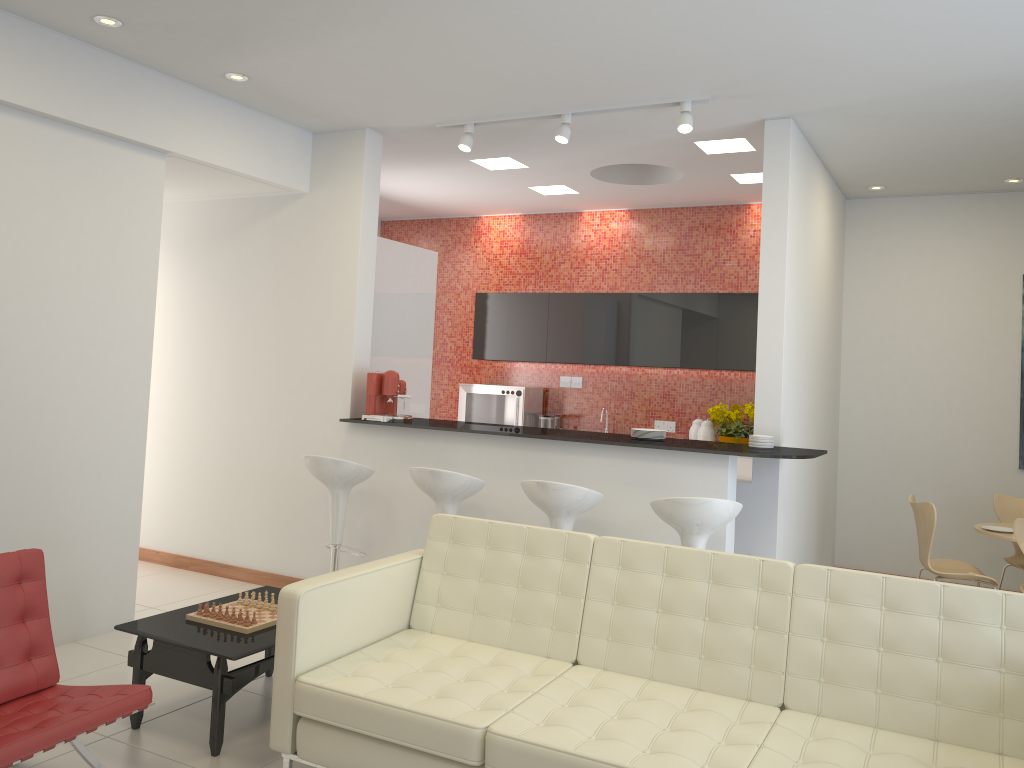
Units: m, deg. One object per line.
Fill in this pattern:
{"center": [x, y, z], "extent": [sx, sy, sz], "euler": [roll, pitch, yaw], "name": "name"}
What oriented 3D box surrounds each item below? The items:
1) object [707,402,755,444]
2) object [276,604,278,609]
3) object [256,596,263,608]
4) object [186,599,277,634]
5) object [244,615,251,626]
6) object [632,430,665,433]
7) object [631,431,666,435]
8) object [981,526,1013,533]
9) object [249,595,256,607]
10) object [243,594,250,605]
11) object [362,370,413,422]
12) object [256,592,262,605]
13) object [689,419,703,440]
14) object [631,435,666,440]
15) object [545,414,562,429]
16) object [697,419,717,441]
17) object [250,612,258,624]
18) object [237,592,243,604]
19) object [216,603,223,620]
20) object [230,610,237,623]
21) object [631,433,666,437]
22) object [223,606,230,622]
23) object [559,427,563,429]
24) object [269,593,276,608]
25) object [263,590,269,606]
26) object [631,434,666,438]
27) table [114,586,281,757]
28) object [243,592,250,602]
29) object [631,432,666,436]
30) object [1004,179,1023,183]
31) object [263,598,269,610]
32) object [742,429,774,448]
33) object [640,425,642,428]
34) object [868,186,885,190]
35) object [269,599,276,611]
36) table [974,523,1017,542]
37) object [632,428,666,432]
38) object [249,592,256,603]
{"center": [1.905, 0.366, 7.481], "extent": [0.523, 0.450, 0.502], "euler": [2, -1, 30], "name": "object"}
{"center": [-1.064, 0.999, 4.046], "extent": [0.030, 0.055, 0.030], "euler": [1, -2, 35], "name": "object"}
{"center": [-1.154, 0.997, 4.048], "extent": [0.030, 0.050, 0.030], "euler": [1, -2, 35], "name": "object"}
{"center": [-1.184, 1.031, 3.949], "extent": [0.360, 0.021, 0.359], "euler": [3, 1, 28], "name": "object"}
{"center": [-1.124, 1.004, 3.761], "extent": [0.030, 0.044, 0.030], "euler": [2, -2, 35], "name": "object"}
{"center": [0.827, 0.291, 5.363], "extent": [0.210, 0.015, 0.210], "euler": [3, 1, -18], "name": "object"}
{"center": [0.826, 0.298, 5.363], "extent": [0.210, 0.015, 0.210], "euler": [3, 1, -18], "name": "object"}
{"center": [3.087, 0.922, 5.602], "extent": [0.210, 0.015, 0.210], "euler": [2, 1, -40], "name": "object"}
{"center": [-1.189, 0.995, 4.067], "extent": [0.030, 0.050, 0.030], "euler": [1, -2, 35], "name": "object"}
{"center": [-1.224, 0.993, 4.085], "extent": [0.030, 0.050, 0.030], "euler": [1, -2, 35], "name": "object"}
{"center": [-0.766, 0.079, 5.886], "extent": [0.321, 0.337, 0.320], "euler": [2, -1, 28], "name": "object"}
{"center": [-1.170, 0.993, 4.102], "extent": [0.030, 0.055, 0.030], "euler": [1, -2, 35], "name": "object"}
{"center": [1.638, 0.437, 7.785], "extent": [0.159, 0.284, 0.159], "euler": [3, -2, -11], "name": "object"}
{"center": [0.825, 0.326, 5.361], "extent": [0.210, 0.015, 0.210], "euler": [3, 1, -18], "name": "object"}
{"center": [0.396, 0.401, 8.558], "extent": [0.171, 0.216, 0.172], "euler": [4, -2, -44], "name": "object"}
{"center": [1.674, 0.441, 7.598], "extent": [0.159, 0.284, 0.159], "euler": [3, -2, -11], "name": "object"}
{"center": [-1.105, 1.002, 3.797], "extent": [0.030, 0.050, 0.030], "euler": [1, -2, 35], "name": "object"}
{"center": [-1.260, 0.991, 4.104], "extent": [0.030, 0.050, 0.030], "euler": [1, -2, 35], "name": "object"}
{"center": [-1.265, 0.984, 3.837], "extent": [0.030, 0.069, 0.030], "euler": [1, -3, 35], "name": "object"}
{"center": [-1.195, 0.995, 3.799], "extent": [0.030, 0.055, 0.030], "euler": [1, -2, 35], "name": "object"}
{"center": [0.826, 0.312, 5.362], "extent": [0.210, 0.015, 0.210], "euler": [3, 1, -18], "name": "object"}
{"center": [-1.230, 0.988, 3.818], "extent": [0.030, 0.064, 0.030], "euler": [1, -3, 35], "name": "object"}
{"center": [0.467, 0.456, 8.430], "extent": [0.037, 0.093, 0.037], "euler": [2, -3, 28], "name": "object"}
{"center": [-1.099, 0.992, 4.065], "extent": [0.030, 0.064, 0.030], "euler": [1, -3, 35], "name": "object"}
{"center": [-1.135, 0.988, 4.084], "extent": [0.030, 0.069, 0.030], "euler": [1, -3, 35], "name": "object"}
{"center": [0.825, 0.319, 5.362], "extent": [0.210, 0.015, 0.210], "euler": [3, 1, -18], "name": "object"}
{"center": [-1.174, 1.253, 3.966], "extent": [0.701, 0.423, 0.914], "euler": [3, 0, 28], "name": "table"}
{"center": [-1.241, 0.994, 4.139], "extent": [0.030, 0.044, 0.030], "euler": [2, -2, 35], "name": "object"}
{"center": [0.826, 0.305, 5.362], "extent": [0.210, 0.015, 0.210], "euler": [3, 1, -18], "name": "object"}
{"center": [3.761, -1.522, 6.636], "extent": [0.129, 0.010, 0.129], "euler": [3, 1, -17], "name": "object"}
{"center": [-1.118, 0.999, 4.029], "extent": [0.030, 0.050, 0.030], "euler": [1, -2, 35], "name": "object"}
{"center": [1.432, 0.315, 5.143], "extent": [0.173, 0.098, 0.139], "euler": [3, 0, 21], "name": "object"}
{"center": [1.198, 0.456, 7.844], "extent": [0.164, 0.178, 0.011], "euler": [2, -3, 41], "name": "object"}
{"center": [2.915, -1.569, 7.083], "extent": [0.129, 0.010, 0.129], "euler": [3, 1, -17], "name": "object"}
{"center": [-1.083, 1.001, 4.011], "extent": [0.030, 0.050, 0.030], "euler": [1, -2, 35], "name": "object"}
{"center": [3.989, 1.344, 5.219], "extent": [2.264, 0.731, 1.277], "euler": [3, 0, 29], "name": "table"}
{"center": [0.827, 0.284, 5.363], "extent": [0.210, 0.015, 0.210], "euler": [3, 1, -18], "name": "object"}
{"center": [-1.206, 0.992, 4.121], "extent": [0.030, 0.052, 0.030], "euler": [2, -2, 20], "name": "object"}
